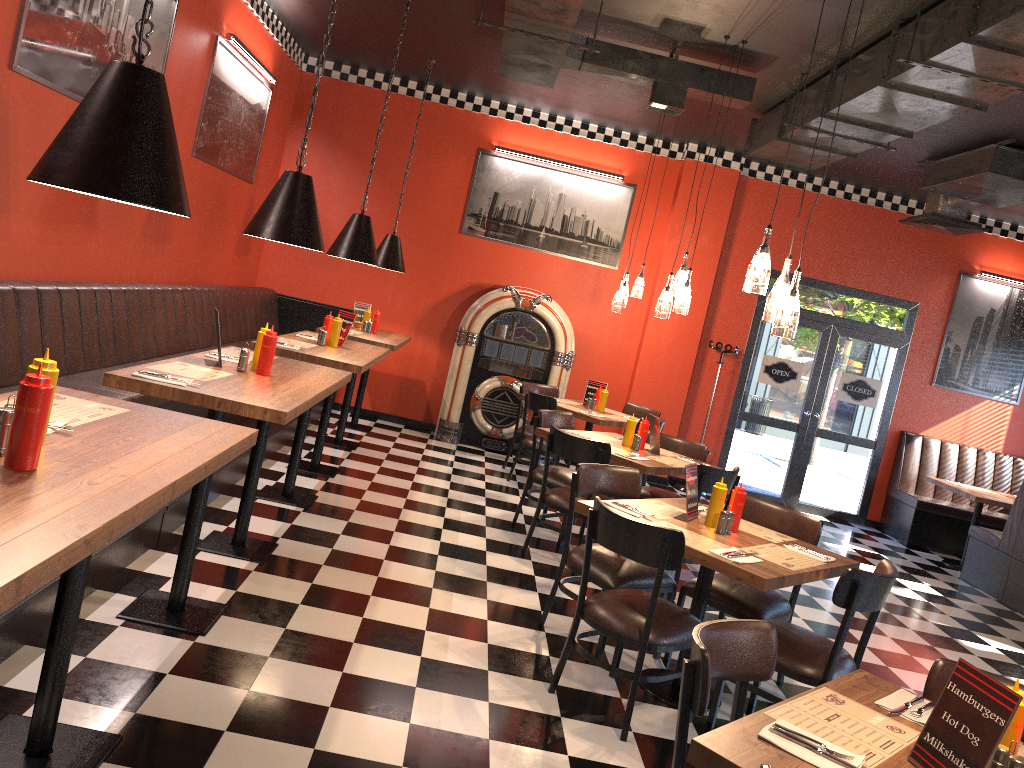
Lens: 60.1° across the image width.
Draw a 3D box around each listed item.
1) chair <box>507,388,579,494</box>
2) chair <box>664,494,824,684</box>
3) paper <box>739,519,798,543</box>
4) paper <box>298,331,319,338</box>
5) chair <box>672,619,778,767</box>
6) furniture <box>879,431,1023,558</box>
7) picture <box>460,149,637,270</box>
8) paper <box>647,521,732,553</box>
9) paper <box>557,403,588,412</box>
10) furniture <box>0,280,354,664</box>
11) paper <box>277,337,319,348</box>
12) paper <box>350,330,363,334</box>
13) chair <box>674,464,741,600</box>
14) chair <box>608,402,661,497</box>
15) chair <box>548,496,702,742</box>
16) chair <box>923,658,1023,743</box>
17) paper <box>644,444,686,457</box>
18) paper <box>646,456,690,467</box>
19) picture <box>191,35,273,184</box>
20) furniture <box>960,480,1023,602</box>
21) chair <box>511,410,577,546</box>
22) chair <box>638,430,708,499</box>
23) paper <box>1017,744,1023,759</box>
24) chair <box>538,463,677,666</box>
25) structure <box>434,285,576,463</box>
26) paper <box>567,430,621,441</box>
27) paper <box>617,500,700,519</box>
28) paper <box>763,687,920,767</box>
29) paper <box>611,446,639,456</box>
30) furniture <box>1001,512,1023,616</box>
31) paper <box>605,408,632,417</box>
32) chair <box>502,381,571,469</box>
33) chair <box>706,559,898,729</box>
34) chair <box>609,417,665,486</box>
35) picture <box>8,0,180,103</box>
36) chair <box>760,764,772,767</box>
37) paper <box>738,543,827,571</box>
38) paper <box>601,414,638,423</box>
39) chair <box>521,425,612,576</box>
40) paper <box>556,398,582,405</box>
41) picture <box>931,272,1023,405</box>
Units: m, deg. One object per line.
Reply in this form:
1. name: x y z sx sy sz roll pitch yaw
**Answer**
1. chair: 0.315 0.522 7.911 0.542 0.865 0.489 11 4 -28
2. chair: 1.197 1.044 4.509 0.489 0.865 0.542 16 5 42
3. paper: 1.174 0.706 4.330 0.367 0.001 0.260 17 7 40
4. paper: -1.497 -0.372 6.862 0.261 0.001 0.366 13 5 -1
5. chair: 0.638 1.127 2.290 0.547 0.865 0.485 15 4 37
6. furniture: 5.089 1.293 9.661 1.708 1.152 0.708 13 3 -3
7. picture: 0.400 -1.900 9.665 1.769 0.938 0.023 13 3 -3
8. paper: 0.745 0.657 3.820 0.367 0.001 0.260 17 7 41
9. paper: 0.528 0.214 7.979 0.367 0.001 0.260 17 7 42
10. furniture: -2.226 0.047 5.300 1.103 1.146 8.786 13 5 -3
11. paper: -1.464 -0.277 5.944 0.261 0.001 0.366 13 5 -1
12. paper: -1.505 -0.489 8.076 0.261 0.001 0.366 13 5 -1
13. chair: 1.121 0.904 5.811 0.484 0.865 0.548 10 5 -44
14. chair: 1.078 0.627 8.637 0.542 0.865 0.489 10 4 -38
15. chair: 0.533 0.963 3.771 0.542 0.865 0.489 9 5 -45
16. chair: 1.228 1.257 2.331 0.489 0.865 0.543 15 4 36
17. paper: 1.054 0.478 6.454 0.367 0.001 0.260 17 7 40
18. paper: 1.088 0.528 6.009 0.262 0.001 0.364 17 7 41
19. picture: -2.388 -2.304 7.686 0.023 0.937 1.776 13 5 -3
20. furniture: 5.145 1.465 7.982 1.708 1.152 0.708 13 3 -3
21. chair: 0.369 0.665 6.531 0.547 0.865 0.485 15 4 34
22. chair: 1.102 0.829 6.559 0.488 0.865 0.544 14 4 20
23. paper: 1.268 0.933 2.160 0.367 0.001 0.260 17 7 41
24. chair: 0.513 0.888 4.519 0.484 0.865 0.548 10 4 -39
25. structure: -0.021 -0.163 9.481 1.293 1.764 0.501 13 3 -3
26. paper: 0.600 0.376 6.447 0.262 0.001 0.364 17 7 41
27. paper: 0.710 0.606 4.282 0.262 0.001 0.364 18 7 43
28. paper: 0.814 0.830 2.161 0.262 0.001 0.364 18 7 42
29. paper: 0.637 0.429 5.972 0.367 0.001 0.260 18 7 43
30. furniture: 5.169 1.537 7.278 1.708 1.152 0.708 13 3 -3
31. paper: 0.966 0.266 8.480 0.367 0.001 0.260 17 7 41
32. chair: 0.282 0.457 8.515 0.484 0.865 0.548 10 4 -39
33. chair: 1.266 1.127 3.799 0.548 0.865 0.485 16 4 39
34. chair: 1.003 0.678 7.913 0.547 0.865 0.485 15 4 29
35. picture: -2.299 -2.034 5.050 0.023 0.937 1.776 13 5 -3
36. chair: 0.632 1.193 1.585 0.542 0.865 0.489 10 4 -36
37. paper: 1.180 0.752 3.865 0.262 0.001 0.364 17 7 40
38. paper: 0.964 0.310 8.015 0.262 0.001 0.364 17 7 41
39. chair: 0.437 0.747 5.821 0.489 0.865 0.543 15 4 37
40. paper: 0.501 0.165 8.441 0.364 0.001 0.263 7 8 -46
41. picture: 5.343 -0.504 9.915 1.023 1.298 0.016 13 3 -3
